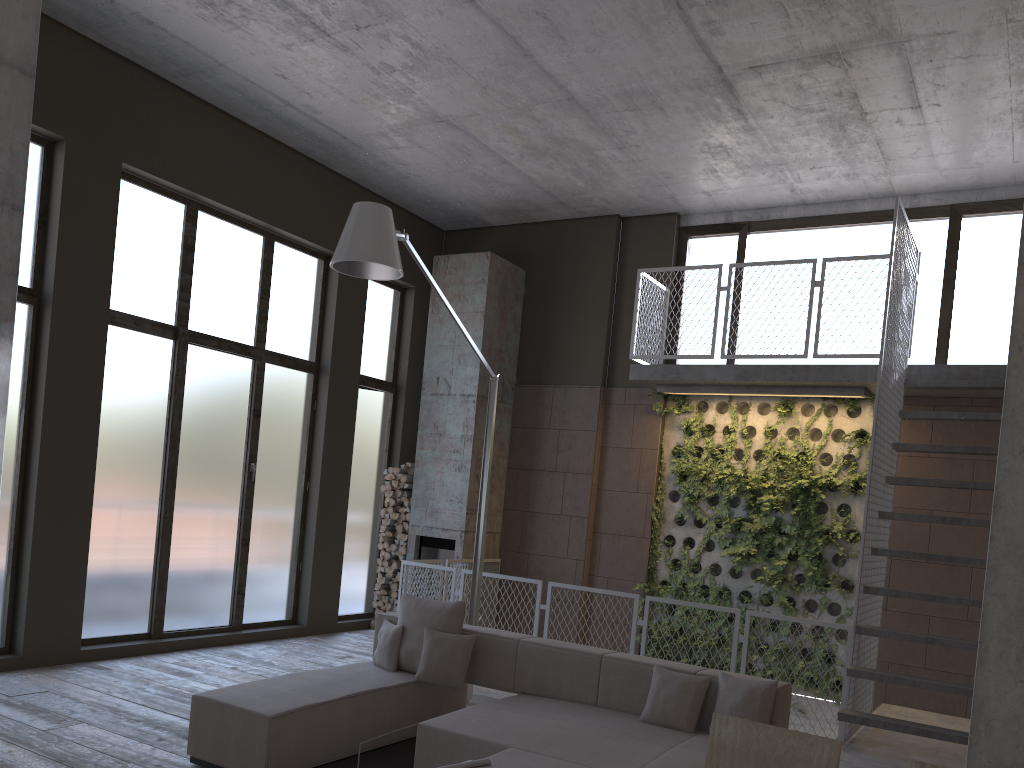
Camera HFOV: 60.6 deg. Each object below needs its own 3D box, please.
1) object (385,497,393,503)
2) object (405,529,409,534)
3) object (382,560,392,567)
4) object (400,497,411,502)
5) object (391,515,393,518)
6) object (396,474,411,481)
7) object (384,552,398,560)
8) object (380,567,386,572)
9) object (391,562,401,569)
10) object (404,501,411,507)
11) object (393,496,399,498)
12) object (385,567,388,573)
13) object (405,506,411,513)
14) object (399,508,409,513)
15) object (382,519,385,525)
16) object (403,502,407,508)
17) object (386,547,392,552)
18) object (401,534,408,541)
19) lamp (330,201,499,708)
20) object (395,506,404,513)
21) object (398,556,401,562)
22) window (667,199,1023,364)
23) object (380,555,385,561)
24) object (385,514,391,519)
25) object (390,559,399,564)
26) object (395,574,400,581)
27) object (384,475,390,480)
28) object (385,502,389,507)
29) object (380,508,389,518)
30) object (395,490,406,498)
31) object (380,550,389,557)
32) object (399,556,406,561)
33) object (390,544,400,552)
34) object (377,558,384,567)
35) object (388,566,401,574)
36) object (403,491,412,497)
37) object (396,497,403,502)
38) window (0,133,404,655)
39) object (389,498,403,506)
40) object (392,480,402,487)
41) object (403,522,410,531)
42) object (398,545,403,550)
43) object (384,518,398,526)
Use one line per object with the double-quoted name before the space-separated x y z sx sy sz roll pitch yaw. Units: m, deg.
"object" -1.438 1.449 10.848 0.100 0.102 0.296 3 -7 32
"object" -1.172 1.799 10.741 0.101 0.086 0.367 3 -7 30
"object" -1.433 2.218 10.850 0.092 0.093 0.442 3 -7 30
"object" -1.206 1.414 10.720 0.121 0.067 0.368 2 -8 32
"object" -1.309 1.636 10.768 0.114 0.079 0.440 3 -8 30
"object" -1.266 1.148 10.708 0.103 0.083 0.367 3 -7 30
"object" -1.442 2.107 10.773 0.098 0.106 0.297 4 -7 32
"object" -1.481 2.294 10.869 0.067 0.067 0.428 3 -7 30
"object" -1.295 2.220 10.736 0.090 0.089 0.460 3 -7 32
"object" -1.176 1.482 10.713 0.066 0.084 0.430 4 -7 29
"object" -1.353 1.383 10.784 0.088 0.056 0.336 2 -8 30
"object" -1.412 2.297 10.827 0.067 0.067 0.428 3 -7 30
"object" -1.151 1.539 10.704 0.071 0.072 0.428 3 -7 30
"object" -1.210 1.565 10.760 0.114 0.079 0.440 3 -8 30
"object" -1.450 1.713 10.823 0.067 0.067 0.428 3 -7 30
"object" -1.218 1.502 10.820 0.103 0.102 0.295 3 -7 30
"object" -1.415 2.037 10.795 0.088 0.056 0.336 2 -8 30
"object" -1.168 1.879 10.695 0.093 0.083 0.485 3 -7 30
"lamp" -0.518 0.808 6.358 0.753 3.415 2.650 6 -2 19
"object" -1.290 1.553 10.821 0.101 0.086 0.367 3 -7 30
"object" -1.279 2.156 10.831 0.103 0.102 0.295 3 -7 30
"window" 3.375 -0.877 9.094 3.551 1.745 0.110 2 -1 31
"object" -1.531 2.139 10.779 0.045 0.072 0.254 5 -6 30
"object" -1.419 1.639 10.857 0.067 0.067 0.428 3 -7 30
"object" -1.351 2.208 10.833 0.101 0.086 0.367 3 -7 30
"object" -1.254 2.366 10.750 0.090 0.089 0.460 3 -7 30
"object" -1.415 1.172 10.853 0.122 0.068 0.368 2 -8 32
"object" -1.470 1.484 10.767 0.045 0.072 0.254 5 -6 30
"object" -1.491 1.605 10.859 0.063 0.124 0.368 5 -6 30
"object" -1.258 1.357 10.750 0.090 0.089 0.460 3 -7 29
"object" -1.499 2.104 10.859 0.100 0.102 0.296 3 -7 32
"object" -1.237 2.137 10.724 0.066 0.084 0.430 4 -7 29
"object" -1.319 2.011 10.762 0.090 0.089 0.460 3 -7 29
"object" -1.532 2.216 10.860 0.088 0.108 0.369 4 -7 31
"object" -1.347 2.287 10.786 0.093 0.083 0.485 3 -7 30
"object" -1.182 1.353 10.740 0.067 0.071 0.428 4 -7 30
"object" -1.292 1.427 10.776 0.064 0.074 0.363 4 -7 30
"window" -3.860 0.121 7.077 0.208 4.148 9.314 6 -5 30
"object" -1.381 1.453 10.762 0.098 0.106 0.297 4 -7 32
"object" -1.289 1.239 10.758 0.093 0.083 0.485 3 -7 30
"object" -1.185 1.741 10.670 0.088 0.108 0.369 4 -7 31
"object" -1.244 2.007 10.751 0.067 0.071 0.428 4 -7 30
"object" -1.385 1.704 10.782 0.093 0.083 0.485 3 -7 30
